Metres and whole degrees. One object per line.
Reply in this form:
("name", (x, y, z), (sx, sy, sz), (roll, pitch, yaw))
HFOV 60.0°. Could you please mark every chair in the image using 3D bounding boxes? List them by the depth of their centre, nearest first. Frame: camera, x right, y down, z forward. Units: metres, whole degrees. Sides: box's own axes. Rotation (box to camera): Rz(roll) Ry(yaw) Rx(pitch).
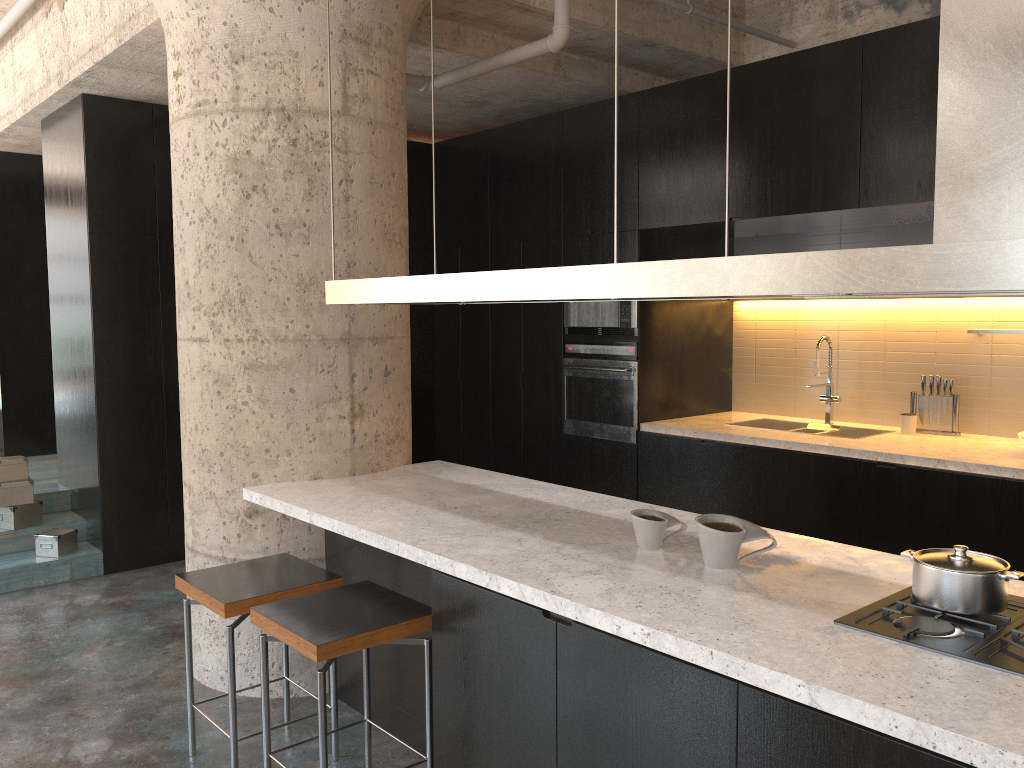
("chair", (-0.545, 1.086, 2.933), (0.450, 0.698, 0.450), (-4, 6, -41))
("chair", (-0.937, 1.058, 3.310), (0.450, 0.698, 0.450), (-4, 6, -41))

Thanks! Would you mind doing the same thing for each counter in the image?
("counter", (0.412, 0.522, 2.659), (1.000, 0.046, 3.500), (-4, 6, -41))
("counter", (2.622, 0.418, 4.349), (1.000, 0.142, 4.360), (-4, 6, -41))

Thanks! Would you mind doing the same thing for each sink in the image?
("sink", (1.789, 0.330, 5.388), (0.458, 0.134, 0.890), (-4, 6, -41))

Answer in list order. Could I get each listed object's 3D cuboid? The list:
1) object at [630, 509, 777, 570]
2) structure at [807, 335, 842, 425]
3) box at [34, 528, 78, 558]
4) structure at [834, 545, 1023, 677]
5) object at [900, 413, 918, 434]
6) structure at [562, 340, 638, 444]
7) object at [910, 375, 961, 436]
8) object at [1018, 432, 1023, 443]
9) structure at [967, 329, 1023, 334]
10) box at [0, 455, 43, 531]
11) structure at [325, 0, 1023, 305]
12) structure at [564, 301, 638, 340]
("object", (0.540, 0.439, 2.582), (0.188, 0.133, 0.437), (-4, 6, -40))
("structure", (1.907, -0.019, 5.455), (0.269, 0.559, 0.125), (-4, 6, -41))
("box", (-2.895, 1.008, 5.638), (0.172, 0.140, 0.187), (1, 5, 12))
("structure", (1.195, 0.465, 1.875), (0.506, 0.187, 0.833), (-4, 6, -41))
("object", (2.288, 0.227, 5.116), (0.092, 0.117, 0.092), (-1, 5, -2))
("structure", (0.772, 0.025, 6.056), (0.649, 0.651, 0.664), (-4, 6, -41))
("object", (2.429, 0.118, 5.099), (0.291, 0.336, 0.060), (4, 6, 43))
("object", (2.738, 0.303, 4.309), (0.490, 0.093, 0.490), (-5, 6, -43))
("structure", (2.963, -0.122, 4.594), (0.074, 0.315, 1.171), (-4, 6, -41))
("box", (-3.245, 0.698, 5.756), (0.331, 0.441, 0.280), (3, 6, 38))
("structure", (0.485, -1.277, 2.393), (0.538, 2.100, 3.117), (-4, 6, -41))
("structure", (0.803, -0.541, 6.040), (0.612, 0.450, 0.659), (-4, 6, -41))
